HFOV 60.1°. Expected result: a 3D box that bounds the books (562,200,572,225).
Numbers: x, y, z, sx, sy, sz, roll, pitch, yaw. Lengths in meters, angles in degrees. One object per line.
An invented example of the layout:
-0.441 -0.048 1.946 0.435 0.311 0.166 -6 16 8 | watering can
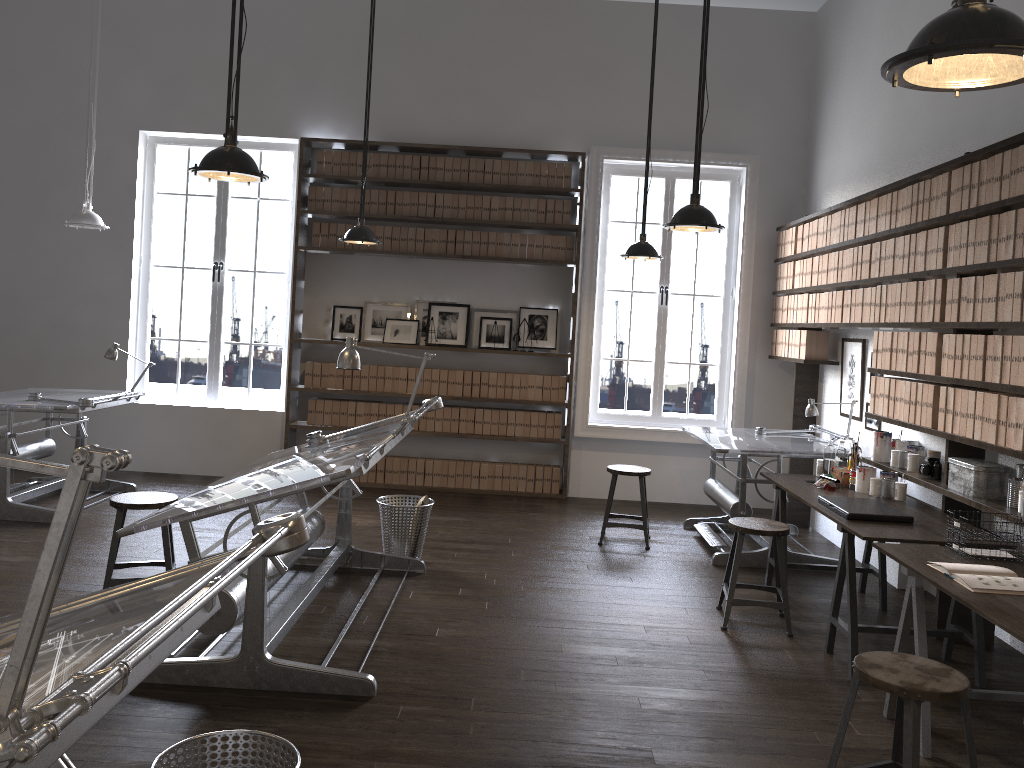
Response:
0.482 -1.496 7.804 0.067 0.225 0.175 3 2 1 | books

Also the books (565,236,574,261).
0.508 -1.183 7.810 0.067 0.225 0.175 3 2 1 | books

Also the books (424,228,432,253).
-0.732 -1.254 7.822 0.067 0.225 0.175 3 2 1 | books

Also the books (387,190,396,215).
-1.057 -1.585 7.823 0.067 0.225 0.175 3 2 1 | books

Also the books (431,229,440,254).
-0.669 -1.250 7.825 0.067 0.225 0.175 3 2 1 | books

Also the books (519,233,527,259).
0.097 -1.206 7.815 0.067 0.225 0.175 3 2 1 | books

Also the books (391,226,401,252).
-1.016 -1.270 7.831 0.067 0.225 0.175 3 2 1 | books

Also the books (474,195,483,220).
-0.295 -1.541 7.817 0.067 0.225 0.175 3 2 1 | books

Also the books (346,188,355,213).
-1.412 -1.605 7.827 0.067 0.225 0.175 3 2 1 | books

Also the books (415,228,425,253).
-0.805 -1.258 7.823 0.067 0.225 0.175 3 2 1 | books

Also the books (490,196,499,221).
-0.152 -1.533 7.813 0.067 0.225 0.175 3 2 1 | books

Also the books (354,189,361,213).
-1.345 -1.601 7.832 0.067 0.225 0.175 3 2 1 | books

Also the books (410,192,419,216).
-0.855 -1.573 7.819 0.067 0.225 0.175 3 2 1 | books

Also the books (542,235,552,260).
0.308 -1.194 7.807 0.067 0.225 0.175 3 2 1 | books

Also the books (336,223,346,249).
-1.497 -1.298 7.835 0.067 0.225 0.174 3 2 1 | books

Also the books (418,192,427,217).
-0.783 -1.569 7.818 0.067 0.225 0.175 3 2 1 | books

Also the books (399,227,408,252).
-0.946 -1.266 7.832 0.067 0.225 0.174 3 2 1 | books

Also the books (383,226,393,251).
-1.086 -1.274 7.828 0.067 0.225 0.175 3 2 1 | books

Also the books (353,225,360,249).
-1.355 -1.290 7.837 0.067 0.225 0.175 3 2 1 | books

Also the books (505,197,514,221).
-0.023 -1.525 7.808 0.067 0.225 0.175 3 2 1 | books

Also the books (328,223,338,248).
-1.568 -1.302 7.841 0.067 0.225 0.175 3 2 1 | books

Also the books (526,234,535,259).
0.167 -1.202 7.816 0.067 0.225 0.174 3 2 1 | books

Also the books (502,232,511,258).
-0.046 -1.214 7.816 0.067 0.225 0.175 3 2 1 | books

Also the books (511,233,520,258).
0.027 -1.210 7.813 0.067 0.225 0.175 3 2 1 | books

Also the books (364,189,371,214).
-1.274 -1.597 7.831 0.067 0.225 0.174 3 2 1 | books

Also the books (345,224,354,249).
-1.426 -1.294 7.838 0.067 0.225 0.174 3 2 1 | books

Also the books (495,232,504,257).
-0.108 -1.218 7.818 0.067 0.225 0.175 3 2 1 | books

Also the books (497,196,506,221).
-0.090 -1.529 7.813 0.067 0.225 0.175 3 2 1 | books

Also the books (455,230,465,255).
-0.455 -1.238 7.825 0.067 0.225 0.175 3 2 1 | books

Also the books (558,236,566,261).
0.438 -1.187 7.810 0.067 0.225 0.175 3 2 1 | books

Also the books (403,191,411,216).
-0.918 -1.577 7.824 0.067 0.225 0.175 3 2 1 | books

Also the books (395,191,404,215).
-0.983 -1.581 7.828 0.067 0.225 0.175 3 2 1 | books

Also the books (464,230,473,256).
-0.384 -1.234 7.819 0.067 0.225 0.174 3 2 1 | books

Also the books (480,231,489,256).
-0.242 -1.226 7.821 0.067 0.225 0.175 3 2 1 | books

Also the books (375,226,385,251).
-1.159 -1.278 7.831 0.067 0.225 0.175 3 2 1 | books

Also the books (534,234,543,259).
0.236 -1.198 7.812 0.067 0.225 0.174 3 2 1 | books

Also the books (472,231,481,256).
-0.313 -1.230 7.822 0.067 0.225 0.174 3 2 1 | books

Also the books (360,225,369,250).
-1.288 -1.286 7.830 0.067 0.225 0.175 3 2 1 | books

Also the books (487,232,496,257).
-0.175 -1.222 7.814 0.067 0.225 0.175 3 2 1 | books

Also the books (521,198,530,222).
0.115 -1.517 7.812 0.067 0.225 0.174 3 2 1 | books

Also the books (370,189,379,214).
-1.203 -1.593 7.826 0.067 0.225 0.174 3 2 1 | books

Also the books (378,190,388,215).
-1.132 -1.589 7.830 0.067 0.225 0.175 3 2 1 | books

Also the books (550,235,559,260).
0.375 -1.190 7.806 0.067 0.225 0.175 3 2 1 | books

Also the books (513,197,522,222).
0.044 -1.521 7.813 0.067 0.225 0.175 3 2 1 | books

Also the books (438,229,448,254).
-0.604 -1.247 7.827 0.067 0.225 0.175 3 2 1 | books

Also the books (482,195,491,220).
-0.225 -1.537 7.812 0.067 0.225 0.175 3 2 1 | books

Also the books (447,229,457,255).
-0.530 -1.242 7.820 0.067 0.225 0.175 3 2 1 | books

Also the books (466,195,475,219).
-0.364 -1.545 7.819 0.067 0.225 0.174 3 2 1 | books

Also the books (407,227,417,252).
-0.877 -1.262 7.827 0.067 0.225 0.174 3 2 1 | books

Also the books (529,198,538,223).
0.186 -1.513 7.806 0.067 0.225 0.174 3 2 1 | books

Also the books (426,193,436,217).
-0.710 -1.565 7.820 0.067 0.225 0.174 3 2 1 | books

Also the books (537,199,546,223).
0.257 -1.509 7.810 0.067 0.225 0.175 3 2 1 | books

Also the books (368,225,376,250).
-1.221 -1.282 7.834 0.067 0.225 0.175 3 2 1 | books

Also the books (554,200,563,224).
0.406 -1.501 7.808 0.067 0.225 0.175 3 2 1 | books

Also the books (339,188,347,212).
-1.479 -1.609 7.833 0.067 0.225 0.175 3 2 1 | books
